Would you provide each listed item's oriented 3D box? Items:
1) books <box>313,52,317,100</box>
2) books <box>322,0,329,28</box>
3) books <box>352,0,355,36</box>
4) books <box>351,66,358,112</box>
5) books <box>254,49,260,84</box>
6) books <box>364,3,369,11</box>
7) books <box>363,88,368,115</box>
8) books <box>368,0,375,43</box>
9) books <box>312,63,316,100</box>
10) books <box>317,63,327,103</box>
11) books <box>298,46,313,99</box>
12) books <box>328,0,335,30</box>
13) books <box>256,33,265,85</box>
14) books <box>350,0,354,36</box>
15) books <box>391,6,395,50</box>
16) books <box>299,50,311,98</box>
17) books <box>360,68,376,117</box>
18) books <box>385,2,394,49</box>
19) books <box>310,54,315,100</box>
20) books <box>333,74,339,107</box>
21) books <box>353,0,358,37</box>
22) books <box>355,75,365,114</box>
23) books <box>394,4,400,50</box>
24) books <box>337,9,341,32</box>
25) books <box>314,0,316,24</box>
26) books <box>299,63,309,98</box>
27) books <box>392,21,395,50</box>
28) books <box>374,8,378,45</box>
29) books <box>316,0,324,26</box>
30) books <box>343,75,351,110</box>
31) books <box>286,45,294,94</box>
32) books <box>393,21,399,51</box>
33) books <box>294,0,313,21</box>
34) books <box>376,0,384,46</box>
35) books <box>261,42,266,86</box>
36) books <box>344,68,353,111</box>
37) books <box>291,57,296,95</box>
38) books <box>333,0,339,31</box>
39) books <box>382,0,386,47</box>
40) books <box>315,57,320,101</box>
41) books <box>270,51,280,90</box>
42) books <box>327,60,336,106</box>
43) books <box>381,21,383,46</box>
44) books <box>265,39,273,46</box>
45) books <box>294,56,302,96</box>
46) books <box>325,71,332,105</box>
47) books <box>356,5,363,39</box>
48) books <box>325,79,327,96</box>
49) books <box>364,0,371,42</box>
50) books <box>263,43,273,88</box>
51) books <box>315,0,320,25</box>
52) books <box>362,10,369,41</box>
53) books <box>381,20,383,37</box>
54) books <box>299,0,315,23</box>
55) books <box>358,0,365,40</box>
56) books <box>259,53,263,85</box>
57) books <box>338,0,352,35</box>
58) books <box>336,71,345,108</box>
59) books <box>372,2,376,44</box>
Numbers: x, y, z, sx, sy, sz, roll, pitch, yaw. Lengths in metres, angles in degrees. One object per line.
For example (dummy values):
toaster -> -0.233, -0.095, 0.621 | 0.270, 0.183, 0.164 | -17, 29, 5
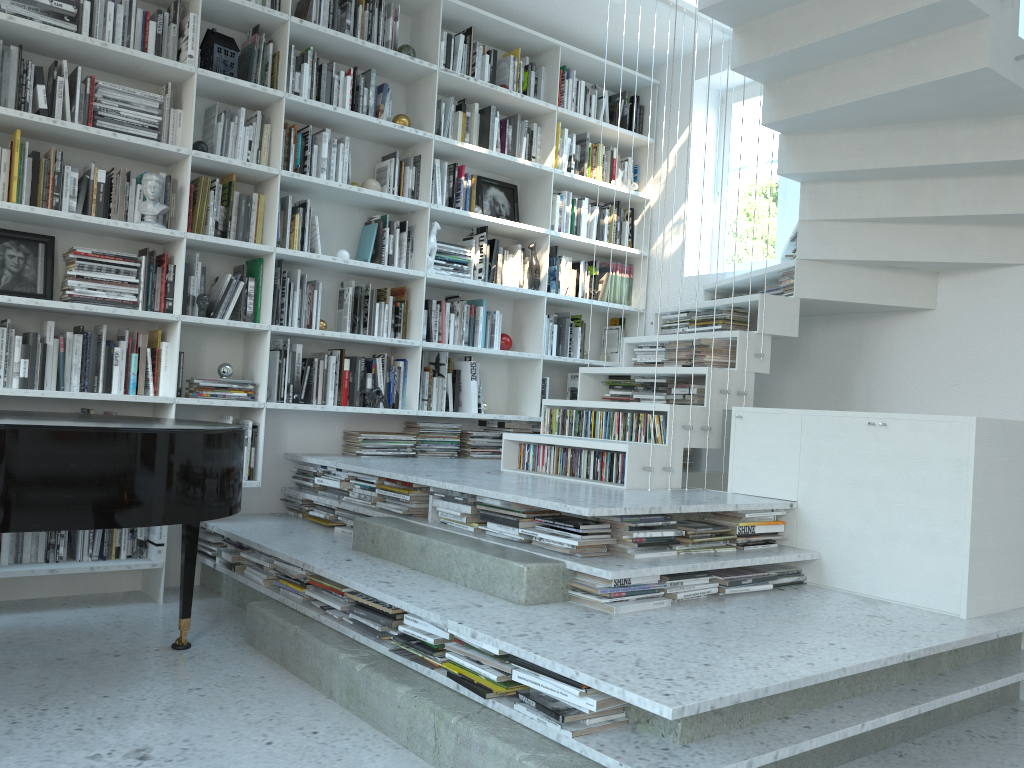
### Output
books -> -1.030, -1.517, 4.498 | 0.021, 0.296, 0.138 | 4, -1, -38
books -> -0.985, -1.846, 4.516 | 0.028, 0.226, 0.163 | 4, -1, -38
books -> -0.867, -1.871, 4.624 | 0.017, 0.295, 0.139 | 4, -1, -38
books -> -0.858, -1.497, 4.636 | 0.012, 0.285, 0.159 | 4, -1, -38
books -> -1.274, -1.498, 4.303 | 0.024, 0.217, 0.168 | 4, -1, -38
books -> -0.804, -1.844, 4.649 | 0.008, 0.251, 0.170 | 4, -1, -38
books -> -0.813, -1.442, 4.655 | 0.027, 0.181, 0.176 | 4, -1, -38
books -> -0.777, -1.867, 4.648 | 0.015, 0.299, 0.183 | 4, -1, -38
books -> -1.039, -1.487, 4.484 | 0.012, 0.235, 0.165 | 4, -1, -38
books -> -0.993, -1.487, 4.507 | 0.027, 0.241, 0.160 | 4, -1, -38
books -> -1.050, -1.524, 4.464 | 0.014, 0.307, 0.152 | 4, -1, -38
books -> -0.960, -1.859, 4.534 | 0.030, 0.255, 0.161 | 4, -1, -38
books -> -1.250, -1.533, 4.293 | 0.021, 0.288, 0.179 | 4, -1, -38
books -> -0.876, -1.871, 4.602 | 0.024, 0.292, 0.167 | 4, -1, -38
books -> -0.682, -1.849, 4.733 | 0.008, 0.278, 0.180 | 4, -1, -38
books -> -1.065, -1.513, 4.461 | 0.011, 0.283, 0.173 | 4, -1, -38
books -> -0.780, -1.492, 4.663 | 0.029, 0.285, 0.183 | 4, -1, -38
books -> -0.694, -1.859, 4.732 | 0.013, 0.297, 0.188 | 4, -1, -38
books -> -1.041, -1.504, 4.471 | 0.010, 0.268, 0.166 | 4, -1, -38
books -> -0.941, -1.469, 4.570 | 0.025, 0.216, 0.144 | 4, -1, -38
books -> -0.850, -1.865, 4.631 | 0.007, 0.285, 0.159 | 4, -1, -38
books -> -0.831, -1.472, 4.634 | 0.030, 0.238, 0.185 | 4, -1, -38
books -> -0.654, -1.860, 4.762 | 0.006, 0.306, 0.163 | 4, -1, -38
books -> -0.933, -1.824, 4.581 | 0.031, 0.190, 0.132 | 4, -1, -38
books -> -1.034, -1.859, 4.477 | 0.011, 0.244, 0.172 | 4, -1, -38
books -> -1.071, -1.477, 4.436 | 0.026, 0.208, 0.181 | 4, -1, -38
books -> -0.682, -1.816, 4.751 | 0.018, 0.214, 0.157 | 4, -1, -38
books -> -0.756, -1.841, 4.694 | 0.024, 0.252, 0.149 | 4, -1, -38
books -> -1.000, -1.850, 4.487 | 0.013, 0.229, 0.174 | 4, -1, -38
books -> -0.889, -1.462, 4.577 | 0.021, 0.209, 0.180 | 4, -1, -38
books -> -1.128, -1.520, 4.402 | 0.012, 0.285, 0.159 | 4, -1, -38
books -> -0.664, -1.812, 4.754 | 0.014, 0.209, 0.188 | 4, -1, -38
books -> -1.055, -1.842, 4.442 | 0.046, 0.206, 0.183 | 4, -1, -38
books -> -0.737, -1.867, 4.697 | 0.008, 0.307, 0.182 | 4, -1, -38
books -> -1.239, -1.515, 4.314 | 0.005, 0.255, 0.158 | 4, -1, -38
books -> -0.875, -1.489, 4.606 | 0.012, 0.264, 0.156 | 4, -1, -38
books -> -1.120, -1.496, 4.427 | 0.012, 0.239, 0.138 | 4, -1, -38
books -> -0.941, -1.858, 4.552 | 0.021, 0.256, 0.168 | 4, -1, -38
books -> -0.723, -1.872, 4.744 | 0.008, 0.321, 0.133 | 4, -1, -38
books -> -1.022, -1.506, 4.514 | 0.012, 0.276, 0.133 | 4, -1, -38
books -> -1.190, -1.491, 4.336 | 0.008, 0.213, 0.223 | 4, -1, -38
books -> -0.954, -1.504, 4.560 | 0.013, 0.284, 0.154 | 4, -1, -38
books -> -0.724, -1.862, 4.722 | 0.019, 0.299, 0.137 | 4, -1, -38
books -> -1.214, -1.531, 4.359 | 0.005, 0.292, 0.130 | 4, -1, -38
books -> -1.102, -1.496, 4.434 | 0.026, 0.243, 0.148 | 4, -1, -38
books -> -0.974, -1.475, 4.550 | 0.028, 0.223, 0.142 | 4, -1, -38
books -> -0.831, -1.837, 4.623 | 0.018, 0.231, 0.160 | 4, -1, -38
books -> -0.989, -1.472, 4.534 | 0.014, 0.215, 0.132 | 4, -1, -38
books -> -0.795, -1.883, 4.654 | 0.007, 0.329, 0.183 | 4, -1, -38
books -> -1.214, -1.510, 4.317 | 0.013, 0.248, 0.186 | 4, -1, -38
books -> -1.018, -1.828, 4.490 | 0.009, 0.183, 0.160 | 4, -1, -38
books -> -0.806, -1.820, 4.629 | 0.018, 0.201, 0.188 | 4, -1, -38
books -> -0.734, -1.842, 4.708 | 0.014, 0.258, 0.149 | 4, -1, -38
books -> -1.036, -1.860, 4.464 | 0.009, 0.244, 0.173 | 4, -1, -38
books -> -0.822, -1.877, 4.635 | 0.006, 0.312, 0.179 | 4, -1, -38
books -> -1.254, -1.494, 4.316 | 0.013, 0.210, 0.140 | 4, -1, -38
books -> -0.883, -1.855, 4.567 | 0.028, 0.258, 0.184 | 4, -1, -38
books -> -0.914, -1.478, 4.575 | 0.023, 0.237, 0.149 | 4, -1, -38
books -> -0.769, -1.853, 4.684 | 0.008, 0.275, 0.163 | 4, -1, -38
